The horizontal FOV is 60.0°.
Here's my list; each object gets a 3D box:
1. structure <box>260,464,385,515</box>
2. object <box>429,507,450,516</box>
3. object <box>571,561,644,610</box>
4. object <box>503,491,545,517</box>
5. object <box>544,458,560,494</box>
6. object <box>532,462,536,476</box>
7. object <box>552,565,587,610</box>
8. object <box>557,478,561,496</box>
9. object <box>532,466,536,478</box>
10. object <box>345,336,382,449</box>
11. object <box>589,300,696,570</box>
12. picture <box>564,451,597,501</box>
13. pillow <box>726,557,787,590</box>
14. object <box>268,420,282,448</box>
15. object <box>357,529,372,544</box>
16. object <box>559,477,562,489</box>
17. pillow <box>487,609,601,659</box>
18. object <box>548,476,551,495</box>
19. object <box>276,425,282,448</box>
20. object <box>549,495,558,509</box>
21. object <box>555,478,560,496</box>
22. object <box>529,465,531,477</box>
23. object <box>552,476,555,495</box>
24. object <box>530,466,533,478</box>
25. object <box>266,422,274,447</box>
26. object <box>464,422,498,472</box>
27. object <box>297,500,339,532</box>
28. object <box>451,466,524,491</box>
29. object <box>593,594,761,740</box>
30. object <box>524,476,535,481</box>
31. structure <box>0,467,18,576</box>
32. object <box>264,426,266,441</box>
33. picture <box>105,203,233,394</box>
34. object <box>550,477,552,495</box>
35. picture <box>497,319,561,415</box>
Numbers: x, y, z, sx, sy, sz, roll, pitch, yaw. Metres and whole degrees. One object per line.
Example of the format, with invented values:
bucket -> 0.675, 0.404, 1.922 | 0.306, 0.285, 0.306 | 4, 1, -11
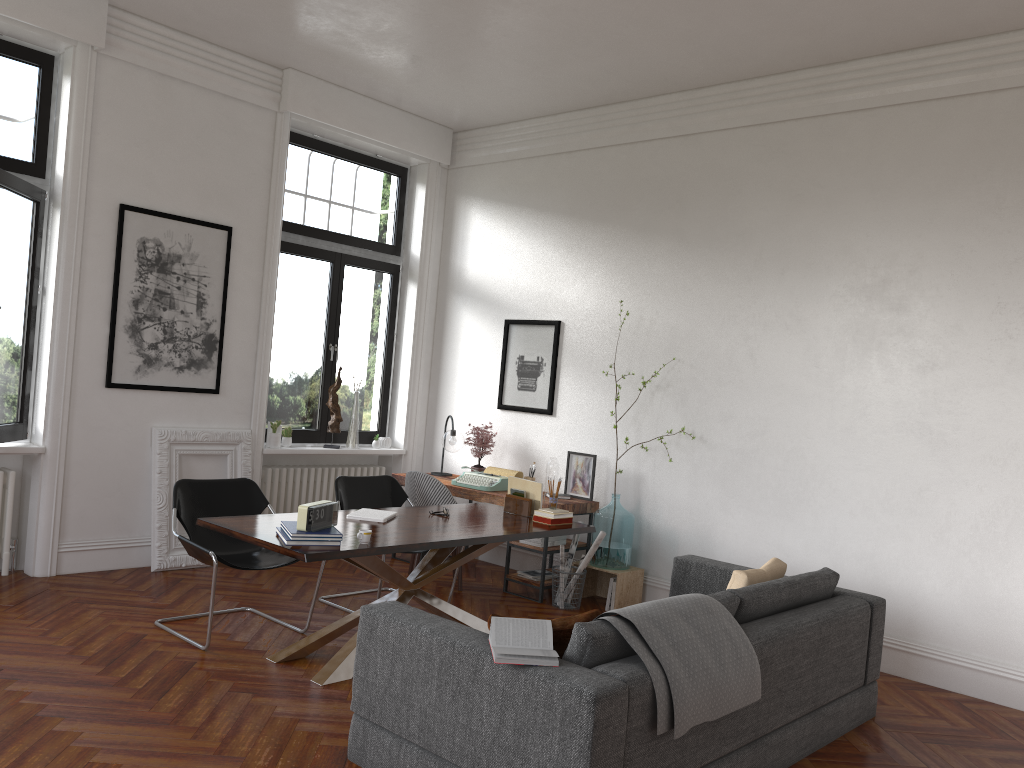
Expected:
structure -> -1.758, 1.137, 8.117 | 0.225, 0.778, 1.454 | 6, 1, 42
object -> -0.452, 0.808, 5.642 | 0.133, 0.047, 0.114 | 5, 0, 5
object -> 0.727, 1.553, 6.820 | 0.434, 0.316, 0.341 | 5, 1, 42
object -> 0.083, 0.795, 5.980 | 0.228, 0.166, 0.150 | 5, 1, 42
object -> 0.330, 0.757, 7.277 | 0.111, 0.302, 0.111 | 5, 1, -11
object -> 0.172, 0.773, 7.444 | 0.023, 0.239, 0.028 | 6, 1, 39
object -> 0.415, 1.533, 6.618 | 0.261, 0.305, 0.261 | 5, 1, 7
object -> 0.300, 0.705, 5.777 | 0.008, 0.195, 0.036 | 4, 1, -35
object -> 0.171, 0.789, 7.431 | 0.054, 0.207, 0.008 | 6, 1, 25
object -> -1.379, 0.075, 8.182 | 0.296, 1.054, 0.289 | 4, 1, -45
object -> 1.007, 0.389, 6.736 | 0.807, 2.059, 0.354 | 6, 1, 23
picture -> 0.550, 0.741, 7.162 | 0.282, 0.369, 0.023 | 6, 1, 42
pillow -> 1.221, 1.137, 4.600 | 0.225, 0.460, 0.486 | 6, 1, 42
object -> -2.010, 0.420, 7.498 | 0.098, 0.244, 0.102 | 5, 1, 20
object -> -0.750, 0.770, 4.465 | 0.082, 0.065, 0.064 | 5, 1, -27
object -> 0.301, 0.706, 5.801 | 0.044, 0.194, 0.008 | 5, 1, -17
pillow -> 0.109, 1.064, 3.518 | 0.470, 0.397, 0.330 | 5, 1, -10
object -> 0.248, 0.702, 5.795 | 0.049, 0.193, 0.008 | 5, 1, 12
object -> -2.004, 0.449, 7.600 | 0.051, 0.188, 0.051 | 5, 1, -13
object -> 0.271, 0.771, 5.791 | 0.058, 0.091, 0.058 | 6, 1, 29
object -> 0.291, 0.706, 5.766 | 0.008, 0.193, 0.049 | 5, 1, -24
object -> 0.145, 0.787, 7.444 | 0.008, 0.207, 0.054 | 5, 1, 7
object -> 0.268, 0.702, 5.815 | 0.008, 0.195, 0.032 | 5, 1, -4
object -> 0.155, 0.788, 7.450 | 0.008, 0.207, 0.054 | 6, 1, 30
object -> -2.065, 0.431, 7.566 | 0.051, 0.213, 0.051 | 5, 1, -13
object -> -0.289, 0.587, 7.833 | 0.290, 0.529, 0.308 | 5, 1, -3
object -> -0.971, 0.661, 4.448 | 0.082, 0.125, 0.275 | 5, 0, 16
object -> -0.235, 0.779, 7.414 | 0.534, 0.149, 0.485 | 5, 0, 41
object -> 0.647, 1.070, 3.486 | 0.399, 0.388, 0.753 | 6, 0, 42
object -> 0.145, 0.836, 7.426 | 0.075, 0.113, 0.058 | 6, 1, 42
structure -> -3.955, 0.938, 5.696 | 0.225, 0.778, 1.454 | 6, 1, 42
object -> -2.122, 0.413, 7.530 | 0.051, 0.238, 0.051 | 5, 1, -13
picture -> -2.564, -0.605, 6.681 | 0.035, 1.324, 0.883 | 6, 1, 42
object -> 0.257, 0.703, 5.770 | 0.049, 0.193, 0.008 | 4, 2, -43
picture -> 0.147, -0.158, 7.817 | 0.633, 0.816, 0.050 | 6, 1, 42
